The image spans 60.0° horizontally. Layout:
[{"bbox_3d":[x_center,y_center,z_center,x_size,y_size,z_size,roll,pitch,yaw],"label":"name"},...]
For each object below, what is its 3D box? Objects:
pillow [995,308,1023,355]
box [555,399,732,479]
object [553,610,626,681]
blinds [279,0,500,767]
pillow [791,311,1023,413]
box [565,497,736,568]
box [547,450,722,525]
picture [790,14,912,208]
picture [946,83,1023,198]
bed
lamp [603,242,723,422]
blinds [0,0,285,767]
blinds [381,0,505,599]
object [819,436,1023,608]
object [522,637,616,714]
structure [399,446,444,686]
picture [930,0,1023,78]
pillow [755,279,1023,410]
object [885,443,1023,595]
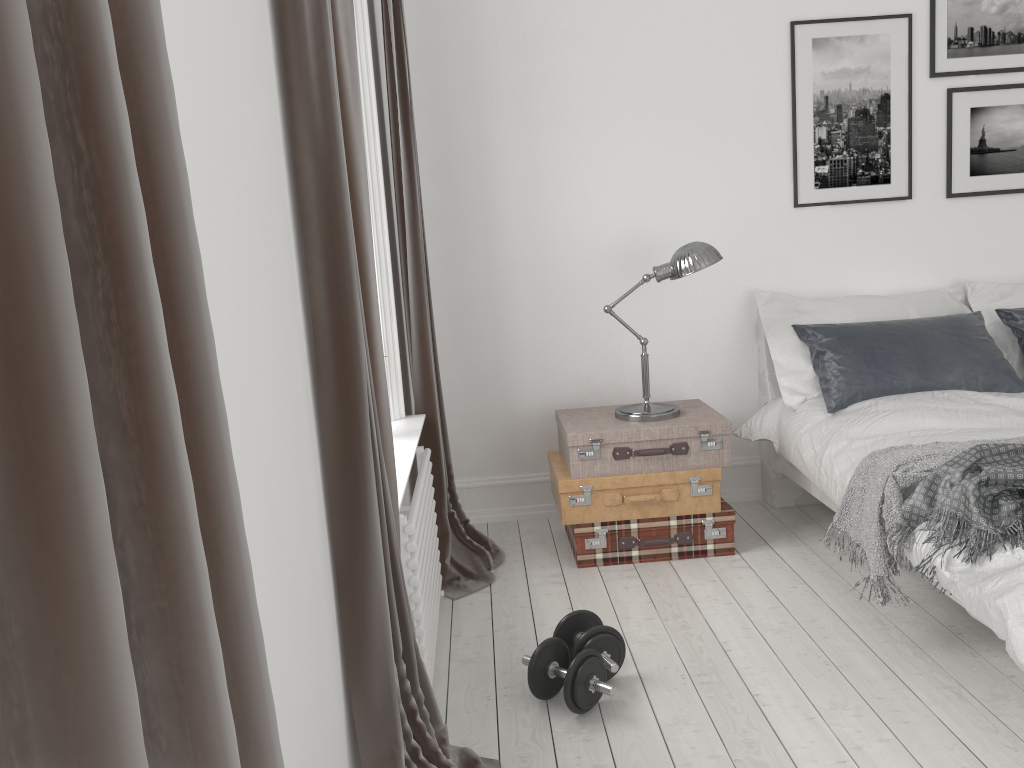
[{"bbox_3d":[2.529,-0.165,3.695,0.842,0.339,0.405,-4,9,-1],"label":"pillow"},{"bbox_3d":[0.532,0.223,3.709,0.647,0.185,0.537,-4,9,-2],"label":"box"},{"bbox_3d":[0.231,0.791,2.675,0.179,0.179,0.326,-8,10,-22],"label":"object"},{"bbox_3d":[-0.240,-0.308,1.767,0.294,2.681,0.582,-3,9,5],"label":"blinds"},{"bbox_3d":[1.638,-0.098,3.677,0.837,0.329,0.405,-4,9,-1],"label":"pillow"},{"bbox_3d":[0.562,0.584,3.772,0.647,0.185,0.537,-4,9,-2],"label":"box"},{"bbox_3d":[0.499,0.408,3.737,0.647,0.185,0.537,-4,9,-2],"label":"box"},{"bbox_3d":[1.534,-1.226,3.998,0.545,0.810,0.015,-4,9,-2],"label":"picture"},{"bbox_3d":[2.342,-1.121,4.051,0.720,0.486,0.015,-4,9,-2],"label":"picture"},{"bbox_3d":[2.126,0.219,3.006,2.217,0.926,2.473,-4,9,-1],"label":"bed"},{"bbox_3d":[0.625,-0.221,3.642,0.488,0.699,0.269,-4,9,-2],"label":"lamp"},{"bbox_3d":[-0.132,-0.090,0.366,0.318,2.680,0.769,-5,9,-6],"label":"blinds"},{"bbox_3d":[-0.283,-0.583,3.483,0.327,2.680,0.779,-5,9,-7],"label":"blinds"},{"bbox_3d":[2.135,0.376,2.754,2.236,0.500,0.521,-4,9,1],"label":"object"},{"bbox_3d":[0.156,0.823,2.511,0.326,0.179,0.179,4,12,42],"label":"object"},{"bbox_3d":[-0.306,0.613,2.811,0.114,0.670,0.887,-4,9,-2],"label":"structure"},{"bbox_3d":[2.163,-1.598,3.967,0.592,0.403,0.015,-4,9,-2],"label":"picture"},{"bbox_3d":[2.084,-0.217,3.889,1.965,0.529,0.465,-5,9,-2],"label":"pillow"},{"bbox_3d":[2.164,0.330,2.372,2.154,0.377,0.536,-4,9,1],"label":"object"}]
